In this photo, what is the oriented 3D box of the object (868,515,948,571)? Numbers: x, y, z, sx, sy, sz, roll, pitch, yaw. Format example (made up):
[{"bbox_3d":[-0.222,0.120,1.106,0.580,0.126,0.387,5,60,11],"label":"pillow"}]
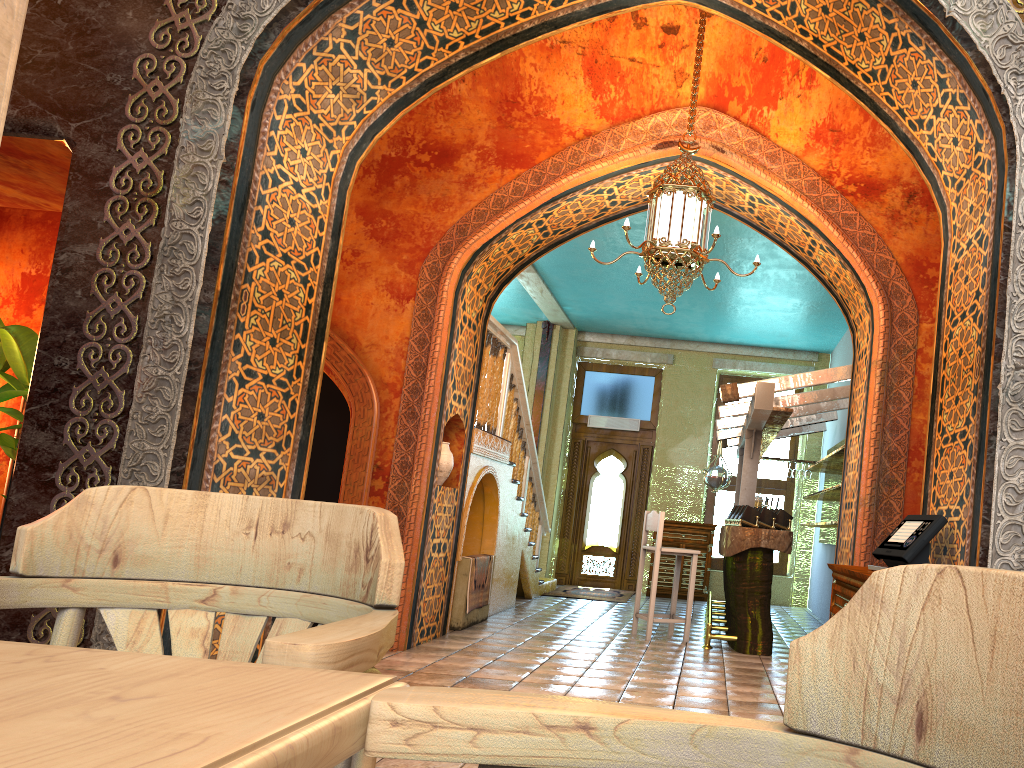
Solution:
[{"bbox_3d":[2.066,0.837,4.464,0.257,0.317,0.453,6,-8,1],"label":"object"}]

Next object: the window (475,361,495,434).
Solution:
[{"bbox_3d":[-1.044,1.114,14.964,1.524,3.408,0.089,6,-6,0],"label":"window"}]

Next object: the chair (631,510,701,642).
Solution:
[{"bbox_3d":[1.659,2.040,9.097,0.537,1.332,0.467,8,-6,-18],"label":"chair"}]

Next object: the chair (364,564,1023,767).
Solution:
[{"bbox_3d":[0.005,0.674,0.435,0.704,1.175,0.779,6,-7,2],"label":"chair"}]

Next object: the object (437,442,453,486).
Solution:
[{"bbox_3d":[-0.651,0.708,7.581,0.232,0.383,0.273,3,-7,25],"label":"object"}]

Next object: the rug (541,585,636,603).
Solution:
[{"bbox_3d":[1.299,3.356,13.696,1.283,0.039,2.468,3,-9,11],"label":"rug"}]

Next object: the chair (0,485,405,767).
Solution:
[{"bbox_3d":[-0.604,0.735,1.201,0.773,1.175,0.709,5,-6,6],"label":"chair"}]

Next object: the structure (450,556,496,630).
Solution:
[{"bbox_3d":[-0.391,2.128,8.780,0.106,0.686,1.043,5,-8,14],"label":"structure"}]

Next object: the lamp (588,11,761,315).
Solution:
[{"bbox_3d":[1.293,-1.670,6.352,1.271,2.358,1.149,5,-6,7],"label":"lamp"}]

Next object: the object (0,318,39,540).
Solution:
[{"bbox_3d":[-4.006,0.645,6.725,1.064,2.415,1.350,2,-7,32],"label":"object"}]

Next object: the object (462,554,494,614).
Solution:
[{"bbox_3d":[-0.375,2.040,8.773,0.147,0.554,0.909,5,-8,13],"label":"object"}]

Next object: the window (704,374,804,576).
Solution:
[{"bbox_3d":[4.224,1.576,14.953,1.524,3.408,0.089,6,-6,0],"label":"window"}]

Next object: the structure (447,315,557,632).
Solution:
[{"bbox_3d":[-0.630,1.256,11.016,1.751,3.133,6.051,5,-8,13],"label":"structure"}]

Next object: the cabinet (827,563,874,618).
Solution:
[{"bbox_3d":[1.957,1.527,4.490,0.480,1.050,1.539,5,-8,13],"label":"cabinet"}]

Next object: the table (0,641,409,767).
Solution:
[{"bbox_3d":[-0.810,0.667,0.330,1.039,1.000,1.079,5,-7,7],"label":"table"}]

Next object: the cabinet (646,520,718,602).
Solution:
[{"bbox_3d":[2.855,2.977,14.358,1.106,1.299,0.624,5,-6,4],"label":"cabinet"}]
